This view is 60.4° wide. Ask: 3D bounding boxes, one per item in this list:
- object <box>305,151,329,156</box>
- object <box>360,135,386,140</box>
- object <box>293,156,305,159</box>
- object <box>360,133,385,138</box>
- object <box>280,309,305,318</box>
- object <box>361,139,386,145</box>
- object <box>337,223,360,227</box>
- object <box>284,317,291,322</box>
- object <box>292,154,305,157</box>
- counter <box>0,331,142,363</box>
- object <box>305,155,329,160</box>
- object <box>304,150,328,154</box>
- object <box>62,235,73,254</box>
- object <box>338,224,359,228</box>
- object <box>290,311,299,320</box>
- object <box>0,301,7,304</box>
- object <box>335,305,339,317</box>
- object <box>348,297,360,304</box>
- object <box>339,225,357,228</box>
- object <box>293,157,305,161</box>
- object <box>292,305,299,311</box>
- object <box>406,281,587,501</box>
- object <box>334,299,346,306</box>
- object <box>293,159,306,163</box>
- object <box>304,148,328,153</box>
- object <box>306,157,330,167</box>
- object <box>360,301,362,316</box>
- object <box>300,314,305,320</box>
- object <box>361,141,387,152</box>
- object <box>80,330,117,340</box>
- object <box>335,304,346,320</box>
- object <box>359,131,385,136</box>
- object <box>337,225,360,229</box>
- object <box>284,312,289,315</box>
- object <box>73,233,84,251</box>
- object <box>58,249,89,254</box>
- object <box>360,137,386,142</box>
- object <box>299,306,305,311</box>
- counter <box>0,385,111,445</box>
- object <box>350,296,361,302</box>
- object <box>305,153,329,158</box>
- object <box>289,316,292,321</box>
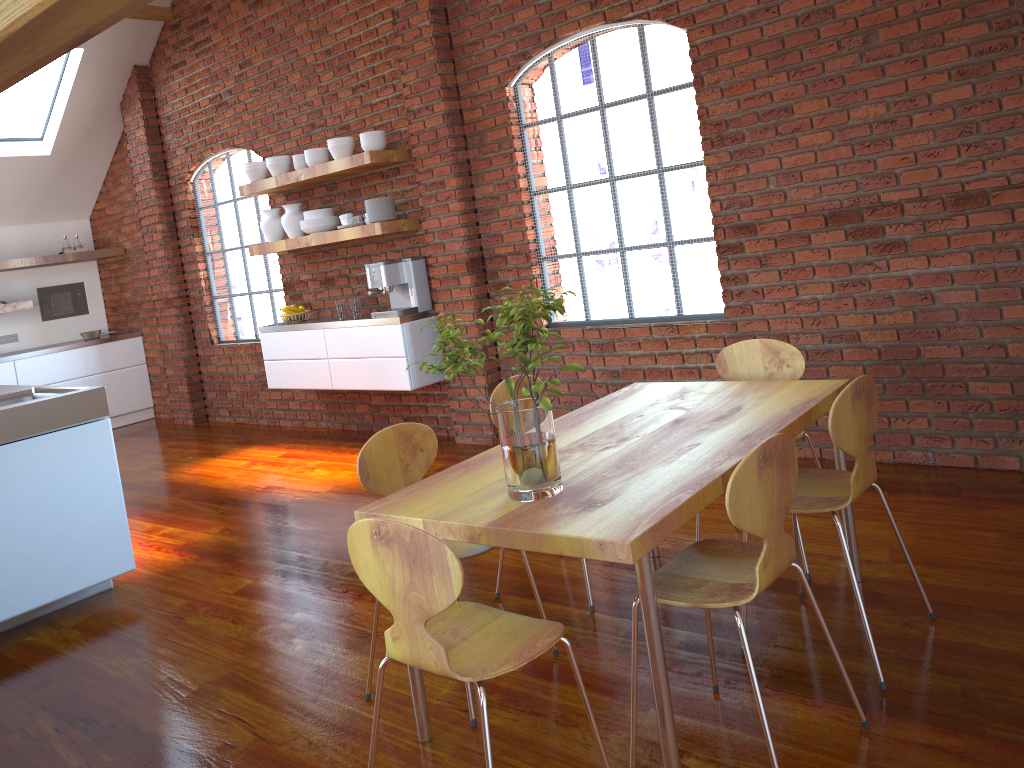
[{"bbox_3d":[-1.358,-1.578,6.134,0.165,0.060,0.168,-2,11,36],"label":"object"},{"bbox_3d":[-0.898,-1.572,5.706,0.166,0.060,0.167,-10,9,-8],"label":"object"},{"bbox_3d":[-1.515,-1.594,6.295,0.099,0.060,0.099,-10,8,-8],"label":"object"},{"bbox_3d":[-0.900,-1.584,5.705,0.166,0.060,0.167,-10,9,-8],"label":"object"},{"bbox_3d":[-1.629,-0.523,6.529,0.177,0.094,0.064,-10,5,-11],"label":"object"},{"bbox_3d":[-0.894,-1.546,5.707,0.166,0.060,0.167,-10,9,-8],"label":"object"},{"bbox_3d":[-1.104,-1.069,5.948,0.153,0.012,0.156,-8,10,3],"label":"object"},{"bbox_3d":[-1.677,-0.485,6.572,0.046,0.045,0.056,-10,7,-15],"label":"object"},{"bbox_3d":[-1.517,-1.607,6.294,0.099,0.060,0.099,-10,8,-8],"label":"object"},{"bbox_3d":[-4.543,-0.272,8.133,0.712,0.044,2.015,0,13,41],"label":"counter"},{"bbox_3d":[-1.354,-1.552,6.135,0.165,0.060,0.168,-2,11,36],"label":"object"},{"bbox_3d":[-1.360,-1.590,6.134,0.165,0.060,0.168,-2,11,36],"label":"object"},{"bbox_3d":[-4.298,-1.347,8.483,0.094,0.190,0.093,-11,5,-35],"label":"object"},{"bbox_3d":[-1.103,-1.064,5.948,0.153,0.012,0.156,-8,10,3],"label":"object"},{"bbox_3d":[-1.621,-0.508,6.568,0.078,0.065,0.076,-10,7,-14],"label":"object"},{"bbox_3d":[-4.715,-0.730,8.000,0.197,0.032,0.223,-16,12,-38],"label":"object"},{"bbox_3d":[-1.206,-0.512,6.218,0.077,0.103,0.079,-7,5,12],"label":"object"},{"bbox_3d":[-1.074,-0.539,6.022,0.078,0.103,0.078,-12,6,-36],"label":"object"},{"bbox_3d":[-1.103,-1.060,5.948,0.153,0.012,0.156,-8,10,3],"label":"object"},{"bbox_3d":[-1.513,-1.582,6.295,0.099,0.060,0.099,-10,8,-8],"label":"object"},{"bbox_3d":[-1.629,-0.566,6.613,0.070,0.061,0.068,-13,8,-31],"label":"object"},{"bbox_3d":[-0.023,0.024,2.139,0.426,0.517,0.392,-9,5,-3],"label":"object"},{"bbox_3d":[-1.184,-0.534,6.091,0.078,0.103,0.078,-10,5,-18],"label":"object"},{"bbox_3d":[-1.511,-1.569,6.296,0.099,0.060,0.099,-10,8,-8],"label":"object"},{"bbox_3d":[-1.362,-1.603,6.133,0.165,0.060,0.168,-2,11,36],"label":"object"},{"bbox_3d":[-1.352,-1.536,6.136,0.165,0.060,0.168,-2,11,36],"label":"object"},{"bbox_3d":[-1.082,-0.523,6.164,0.078,0.103,0.078,-10,5,-18],"label":"object"},{"bbox_3d":[-1.593,-0.518,6.630,0.071,0.068,0.068,-14,8,-39],"label":"object"},{"bbox_3d":[-0.892,-1.530,5.708,0.166,0.060,0.167,-10,9,-8],"label":"object"},{"bbox_3d":[-4.057,-0.482,8.597,0.346,0.073,0.197,-5,10,22],"label":"object"},{"bbox_3d":[-1.178,-0.496,6.093,0.078,0.103,0.078,-10,5,-18],"label":"object"},{"bbox_3d":[-0.902,-1.597,5.705,0.166,0.060,0.167,-10,9,-8],"label":"object"},{"bbox_3d":[-1.102,-1.056,5.948,0.153,0.012,0.156,-8,10,3],"label":"object"},{"bbox_3d":[-1.678,-0.534,6.580,0.044,0.052,0.052,-5,7,30],"label":"object"},{"bbox_3d":[-4.230,-1.370,8.566,0.094,0.191,0.094,-9,4,-4],"label":"object"},{"bbox_3d":[-4.252,-1.276,8.528,0.194,0.032,0.227,0,12,40],"label":"object"},{"bbox_3d":[-0.896,-1.559,5.706,0.166,0.060,0.167,-10,9,-8],"label":"object"},{"bbox_3d":[-1.576,-0.565,6.603,0.047,0.046,0.055,-9,7,-6],"label":"object"},{"bbox_3d":[-3.196,0.183,4.365,3.131,0.129,1.040,0,13,42],"label":"counter"},{"bbox_3d":[-1.088,-0.561,6.162,0.078,0.103,0.078,-10,5,-18],"label":"object"},{"bbox_3d":[-1.356,-1.565,6.135,0.165,0.060,0.168,-2,11,36],"label":"object"},{"bbox_3d":[-1.664,-0.513,6.628,0.073,0.075,0.074,-7,6,17],"label":"object"}]
